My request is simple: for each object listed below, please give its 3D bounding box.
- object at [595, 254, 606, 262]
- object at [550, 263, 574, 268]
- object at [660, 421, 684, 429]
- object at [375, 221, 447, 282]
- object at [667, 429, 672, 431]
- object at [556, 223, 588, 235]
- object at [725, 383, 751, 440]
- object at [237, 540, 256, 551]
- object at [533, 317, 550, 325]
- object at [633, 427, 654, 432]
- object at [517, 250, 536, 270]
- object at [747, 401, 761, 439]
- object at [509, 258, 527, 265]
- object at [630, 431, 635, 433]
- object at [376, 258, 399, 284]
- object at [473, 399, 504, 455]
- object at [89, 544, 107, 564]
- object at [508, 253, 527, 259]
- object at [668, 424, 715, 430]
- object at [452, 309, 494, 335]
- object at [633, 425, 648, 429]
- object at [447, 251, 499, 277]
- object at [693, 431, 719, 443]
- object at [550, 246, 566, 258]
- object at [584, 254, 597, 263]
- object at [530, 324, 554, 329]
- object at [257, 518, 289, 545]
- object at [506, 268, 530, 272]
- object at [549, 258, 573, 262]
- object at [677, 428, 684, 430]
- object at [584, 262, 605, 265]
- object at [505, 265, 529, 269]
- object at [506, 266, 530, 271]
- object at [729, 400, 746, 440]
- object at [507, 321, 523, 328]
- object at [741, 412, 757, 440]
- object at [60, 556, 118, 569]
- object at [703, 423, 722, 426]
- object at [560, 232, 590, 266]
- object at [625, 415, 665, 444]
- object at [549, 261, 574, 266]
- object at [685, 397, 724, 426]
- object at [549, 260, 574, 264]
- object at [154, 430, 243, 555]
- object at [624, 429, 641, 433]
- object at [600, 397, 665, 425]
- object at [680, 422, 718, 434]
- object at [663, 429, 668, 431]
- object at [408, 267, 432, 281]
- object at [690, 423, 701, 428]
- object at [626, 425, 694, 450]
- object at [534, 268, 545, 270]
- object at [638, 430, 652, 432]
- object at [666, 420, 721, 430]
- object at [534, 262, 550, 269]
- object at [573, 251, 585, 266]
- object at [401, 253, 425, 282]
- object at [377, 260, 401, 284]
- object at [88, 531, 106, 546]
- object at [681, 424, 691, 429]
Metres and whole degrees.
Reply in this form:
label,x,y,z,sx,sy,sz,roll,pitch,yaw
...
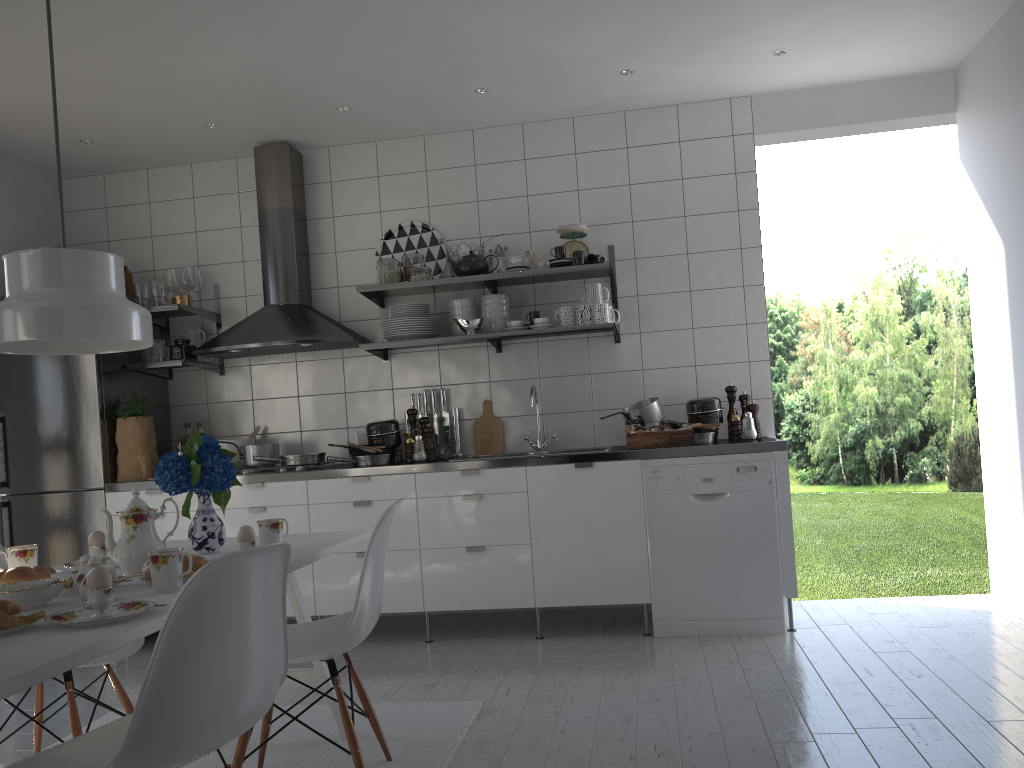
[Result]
label,x,y,z,sx,sy,sz,roll,pitch,yaw
object,0.418,-0.609,4.333,0.069,0.059,0.083,-4,-2,-14
object,0.243,-0.566,4.316,0.121,0.021,0.121,-3,-3,-14
object,0.870,0.210,4.326,0.246,0.080,0.356,-5,-3,16
object,-0.542,-0.678,4.753,0.395,0.393,0.053,-4,0,9
object,0.734,0.235,4.092,0.055,0.052,0.034,-4,-1,-5
object,0.306,-0.782,4.517,0.163,0.047,0.164,-2,-3,-32
object,1.128,0.134,4.404,0.123,0.282,0.061,-4,0,14
object,-0.721,0.453,2.413,0.048,0.057,0.048,-3,-2,-41
object,0.145,-0.294,4.309,0.079,0.048,0.082,-5,-2,21
object,0.616,0.250,4.193,0.118,0.099,0.084,-4,-1,2
object,0.083,-0.610,4.549,0.127,0.152,0.115,-5,-1,35
object,1.183,0.176,4.333,0.058,0.184,0.058,-4,-1,37
object,0.025,-0.589,4.362,0.079,0.050,0.082,-3,-2,-18
object,0.565,0.241,4.080,0.049,0.048,0.048,-4,-2,19
object,-0.648,-0.565,4.639,0.121,0.171,0.121,-5,-1,28
object,-0.128,0.228,4.697,0.157,0.294,0.047,-4,0,9
object,-1.196,0.493,2.562,0.048,0.057,0.048,-3,-2,-41
object,0.023,-0.618,4.362,0.083,0.067,0.078,-5,-2,23
object,0.854,0.203,4.263,0.064,0.044,0.335,-3,-3,-25
object,-0.193,-0.302,4.399,0.209,0.135,0.102,-4,-1,-9
object,0.712,0.239,4.214,0.266,0.107,0.048,-4,-1,5
object,-0.194,-0.592,4.414,0.177,0.142,0.200,-3,-2,-40
object,0.844,0.262,4.352,0.351,0.061,0.232,-3,-3,-13
object,0.230,-0.628,4.320,0.070,0.078,0.055,-5,-1,29
object,0.381,-0.601,4.326,0.069,0.058,0.080,-3,-2,-18
object,0.147,-0.273,4.310,0.121,0.021,0.121,-5,-3,13
object,-0.710,0.449,2.621,0.078,0.095,0.091,-4,-1,2
object,0.030,-0.549,4.363,0.121,0.021,0.121,-5,-3,13
object,0.239,-0.594,4.317,0.121,0.023,0.121,-2,-3,-41
object,0.777,0.232,4.039,0.069,0.062,0.042,-5,-2,39
object,0.398,-0.576,4.327,0.121,0.021,0.121,-5,-3,13
object,0.025,-0.568,4.363,0.121,0.024,0.121,-4,-3,4
object,0.029,-0.558,4.363,0.121,0.021,0.121,-5,-3,13
object,1.100,0.177,4.325,0.080,0.192,0.058,-4,-1,-2
object,0.017,-0.283,4.353,0.079,0.048,0.083,-4,-2,1
object,1.141,0.201,4.272,0.069,0.135,0.069,-4,-1,-11
object,-1.195,0.520,2.562,0.201,0.016,0.201,-5,-3,14
object,0.887,0.207,4.303,0.065,0.021,0.337,-3,-3,-28
object,0.318,-0.656,4.505,0.159,0.208,0.185,-4,-1,9
object,0.674,0.227,4.355,0.200,0.154,0.348,-4,-2,-7
object,0.242,-0.575,4.316,0.121,0.021,0.121,-5,-3,13
object,0.949,0.143,4.373,0.190,0.159,0.198,-3,-2,-30
object,0.243,-0.585,4.316,0.121,0.023,0.121,-6,-3,40
object,-0.948,0.328,2.698,0.266,0.377,0.236,-4,-1,11
object,0.618,0.247,4.091,0.217,0.093,0.030,-5,-1,34
object,0.582,0.157,4.408,0.371,0.169,0.203,-3,-2,-14
object,0.858,0.225,4.328,0.347,0.082,0.243,-2,-3,-40
object,0.729,0.247,4.161,0.068,0.067,0.035,-4,-1,-10
object,-0.461,-0.540,4.446,0.121,0.079,0.121,-4,-2,-5
object,0.761,0.240,4.183,0.271,0.094,0.050,-5,-1,14
object,0.690,0.243,4.125,0.301,0.100,0.211,-4,-2,11
object,0.152,-0.555,4.407,0.121,0.021,0.121,-5,-3,13
object,0.683,0.246,4.078,0.220,0.084,0.030,-6,-1,34
object,0.867,0.196,4.271,0.059,0.061,0.335,-3,-3,-34
object,0.150,-0.576,4.405,0.079,0.048,0.082,-5,-2,21
object,0.328,-0.602,4.275,0.055,0.077,0.070,-3,-1,-28
object,-0.506,-0.578,4.565,0.121,0.171,0.121,-5,-1,28
object,-0.617,-0.554,4.479,0.121,0.130,0.121,-4,-1,-5
object,-1.199,0.456,2.562,0.048,0.063,0.048,-4,-1,13
object,0.807,0.216,4.129,0.050,0.058,0.053,-4,-1,2
